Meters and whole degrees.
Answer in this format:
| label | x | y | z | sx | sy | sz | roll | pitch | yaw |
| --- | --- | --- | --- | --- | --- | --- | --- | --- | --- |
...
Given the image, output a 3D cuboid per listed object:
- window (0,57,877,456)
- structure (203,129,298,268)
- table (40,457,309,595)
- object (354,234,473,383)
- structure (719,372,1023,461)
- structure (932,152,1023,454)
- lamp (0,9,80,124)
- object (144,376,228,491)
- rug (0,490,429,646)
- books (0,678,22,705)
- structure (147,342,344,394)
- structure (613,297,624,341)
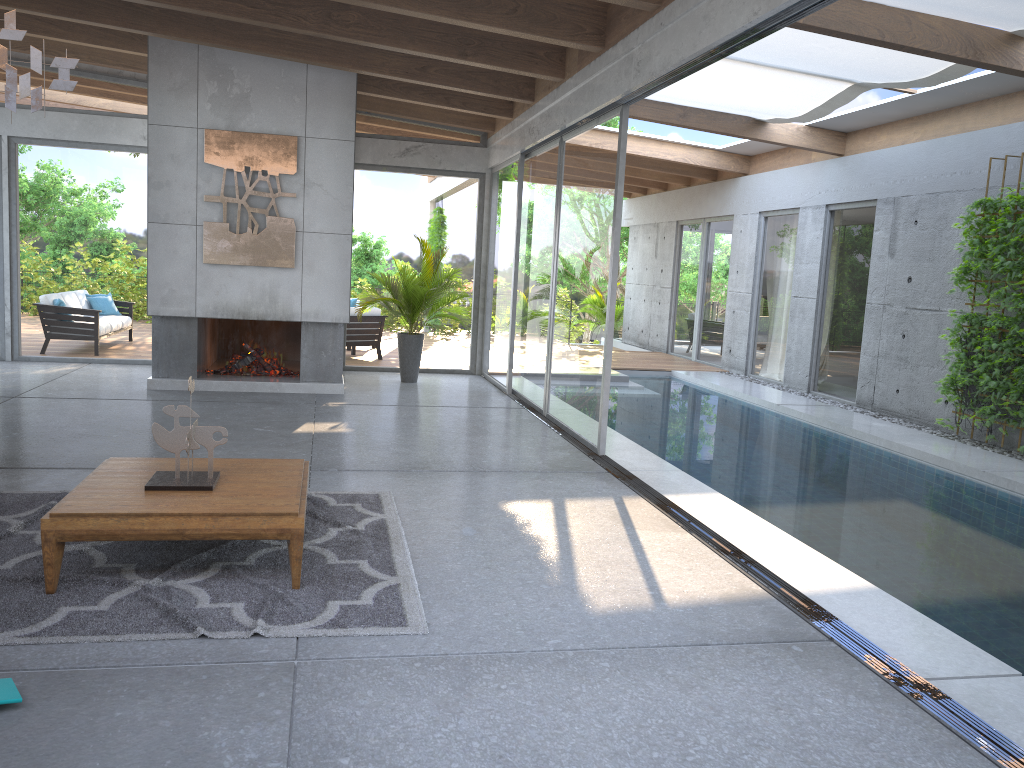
| label | x | y | z | sx | sy | sz | roll | pitch | yaw |
| --- | --- | --- | --- | --- | --- | --- | --- | --- | --- |
| window | -1.477 | -0.996 | 3.757 | 14.294 | 3.764 | 23.280 | 2 | 8 | -12 |
| structure | -2.692 | -1.896 | 9.134 | 0.919 | 1.351 | 0.041 | 2 | 8 | -12 |
| table | -1.528 | 0.645 | 4.274 | 1.048 | 0.352 | 1.112 | 2 | 8 | -12 |
| object | -1.207 | -0.931 | 10.838 | 1.484 | 1.819 | 1.798 | 3 | 7 | -5 |
| structure | 4.804 | 0.755 | 7.481 | 0.477 | 0.068 | 13.673 | 2 | 8 | -12 |
| structure | 3.274 | -0.283 | 3.904 | 2.739 | 2.687 | 10.282 | 4 | 7 | 5 |
| lamp | -2.329 | -1.768 | 3.662 | 0.862 | 1.400 | 0.636 | 8 | 9 | 34 |
| object | -1.534 | 0.211 | 4.235 | 0.346 | 0.518 | 0.379 | 2 | 8 | -12 |
| rug | -2.097 | 0.766 | 4.230 | 3.186 | 0.056 | 2.187 | 2 | 8 | -12 |
| books | -1.707 | 0.968 | 2.766 | 0.288 | 0.074 | 0.219 | -2 | 9 | -36 |
| structure | -3.014 | -0.352 | 10.442 | 2.012 | 0.595 | 2.203 | 2 | 8 | -12 |
| structure | -7.075 | -0.743 | 11.486 | 15.587 | 3.022 | 31.708 | 7 | 8 | 28 |
